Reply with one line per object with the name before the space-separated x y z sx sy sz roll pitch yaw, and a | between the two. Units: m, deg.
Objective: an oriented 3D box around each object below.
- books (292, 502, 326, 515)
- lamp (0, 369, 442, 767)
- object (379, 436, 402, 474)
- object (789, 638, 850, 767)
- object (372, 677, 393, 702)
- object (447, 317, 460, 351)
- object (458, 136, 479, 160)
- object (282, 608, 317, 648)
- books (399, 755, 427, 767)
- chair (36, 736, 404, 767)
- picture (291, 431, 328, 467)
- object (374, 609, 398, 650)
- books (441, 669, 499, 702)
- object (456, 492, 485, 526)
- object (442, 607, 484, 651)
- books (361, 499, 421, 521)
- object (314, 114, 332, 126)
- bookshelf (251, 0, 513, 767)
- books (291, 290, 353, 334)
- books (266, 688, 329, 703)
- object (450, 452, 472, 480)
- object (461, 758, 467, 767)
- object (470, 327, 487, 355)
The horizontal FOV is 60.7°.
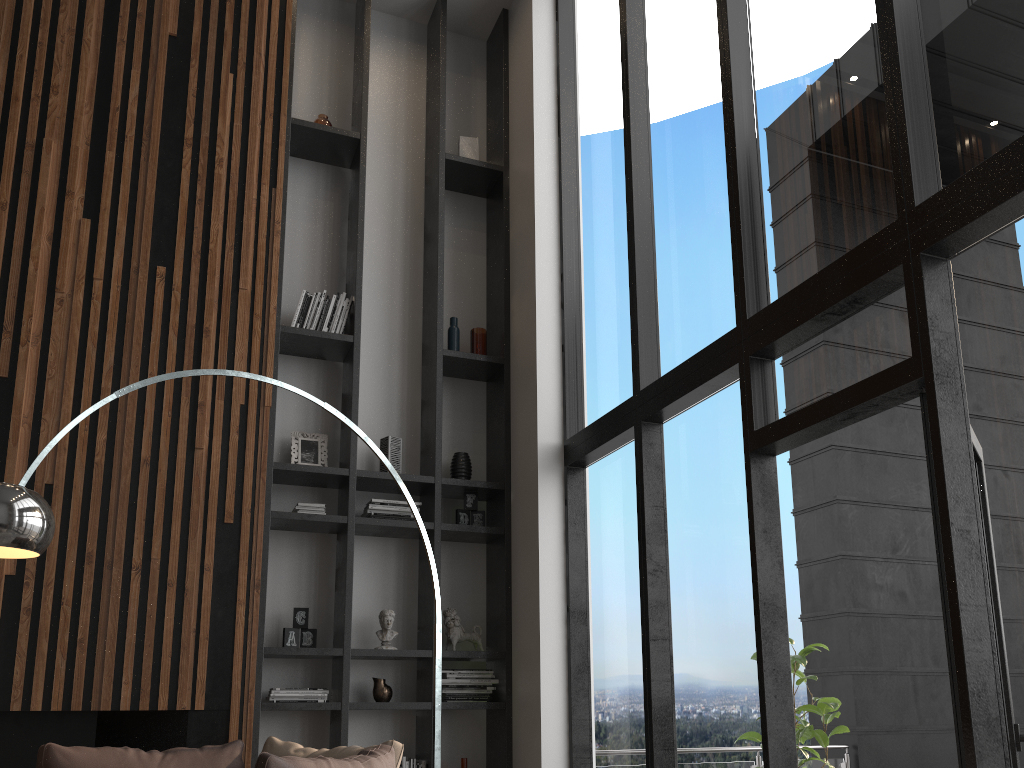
books | -1.180 0.747 5.051 0.176 0.069 0.339 7 -21 -20
lamp | -1.011 1.054 3.266 0.326 2.249 2.073 -12 -20 43
object | -0.734 0.456 5.294 0.105 0.250 0.107 11 -18 -40
object | 1.781 2.274 5.413 0.536 1.415 0.791 -11 -17 37
object | -0.745 1.759 5.032 0.100 0.137 0.106 -5 -16 16
object | -0.373 -0.286 5.593 0.078 0.283 0.081 -4 -13 14
object | -0.296 -1.531 5.923 0.134 0.251 0.086 3 -13 -11
object | -1.190 1.375 4.916 0.189 0.227 0.061 6 -14 -23
books | -0.661 2.244 4.930 0.334 0.277 0.180 6 -16 -21
chair | -1.069 1.634 2.861 1.443 0.866 1.544 -2 -18 5
picture | -1.200 0.410 5.175 0.217 0.261 0.118 5 -15 -20
object | -0.731 1.430 5.080 0.138 0.236 0.141 -5 -15 19
books | -0.291 1.790 5.189 0.375 0.183 0.226 7 -19 -20
object | -0.255 0.778 5.369 0.189 0.225 0.061 5 -14 -19
object | -0.296 1.488 5.292 0.254 0.271 0.134 9 -16 -29
books | -0.723 0.779 5.222 0.324 0.124 0.227 7 -20 -21
object | -1.203 -1.617 5.555 0.132 0.166 0.134 -9 -18 28
bookshelf | -0.751 -0.134 5.420 1.466 5.122 0.348 5 -13 -21
books | -1.160 -0.399 5.284 0.369 0.289 0.192 6 -16 -21
books | -1.179 1.714 4.814 0.324 0.075 0.227 8 -21 -21
object | -0.319 0.543 5.480 0.142 0.210 0.145 8 -17 -30
object | -0.295 2.289 5.033 0.082 0.256 0.084 0 -13 0
object | -0.216 -0.237 5.653 0.103 0.221 0.105 10 -17 -36
